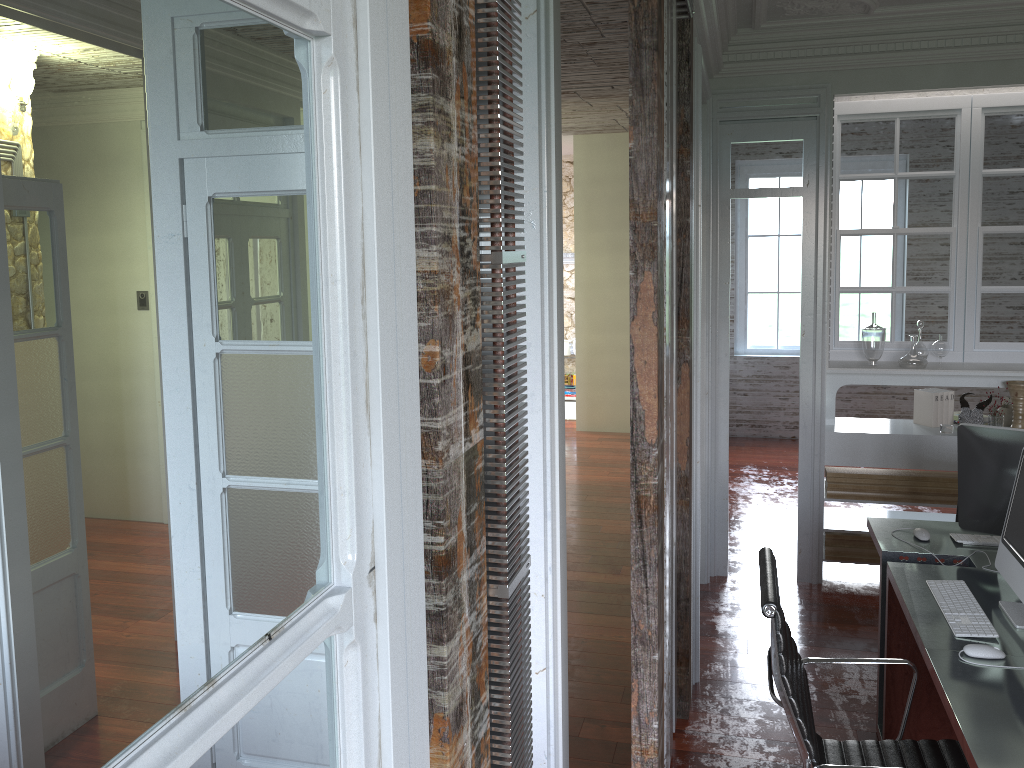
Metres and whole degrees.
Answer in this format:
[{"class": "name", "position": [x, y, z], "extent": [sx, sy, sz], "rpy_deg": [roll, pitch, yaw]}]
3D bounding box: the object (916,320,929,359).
[{"class": "object", "position": [2.245, -0.216, 4.871], "extent": [0.088, 0.270, 0.088], "rpy_deg": [0, 6, 10]}]

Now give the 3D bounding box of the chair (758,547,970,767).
[{"class": "chair", "position": [0.954, 1.013, 2.307], "extent": [0.699, 1.017, 0.669], "rpy_deg": [0, 7, 9]}]

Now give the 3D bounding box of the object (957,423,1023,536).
[{"class": "object", "position": [1.839, 0.402, 3.139], "extent": [0.485, 0.482, 0.190], "rpy_deg": [5, 9, 40]}]

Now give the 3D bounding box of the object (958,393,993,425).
[{"class": "object", "position": [2.523, 0.156, 4.839], "extent": [0.158, 0.178, 0.385], "rpy_deg": [5, 10, 40]}]

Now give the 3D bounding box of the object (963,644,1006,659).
[{"class": "object", "position": [1.319, 0.745, 2.472], "extent": [0.106, 0.028, 0.059], "rpy_deg": [1, 9, 14]}]

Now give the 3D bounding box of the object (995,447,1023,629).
[{"class": "object", "position": [1.613, 0.477, 2.682], "extent": [0.189, 0.482, 0.487], "rpy_deg": [1, 7, 15]}]

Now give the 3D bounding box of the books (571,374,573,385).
[{"class": "books", "position": [0.762, -0.008, 10.968], "extent": [0.034, 0.233, 0.184], "rpy_deg": [1, 7, 15]}]

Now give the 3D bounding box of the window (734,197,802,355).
[{"class": "window", "position": [2.917, -1.169, 8.437], "extent": [1.539, 1.928, 0.128], "rpy_deg": [1, 6, 15]}]

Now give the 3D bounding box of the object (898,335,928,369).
[{"class": "object", "position": [2.162, -0.164, 4.774], "extent": [0.148, 0.199, 0.149], "rpy_deg": [-1, 7, -3]}]

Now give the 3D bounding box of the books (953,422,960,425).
[{"class": "books", "position": [2.580, 0.214, 5.005], "extent": [0.181, 0.011, 0.247], "rpy_deg": [-4, 9, -20]}]

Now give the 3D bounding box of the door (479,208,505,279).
[{"class": "door", "position": [-0.496, 0.390, 2.719], "extent": [1.057, 2.167, 0.041], "rpy_deg": [1, 6, 15]}]

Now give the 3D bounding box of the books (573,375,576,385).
[{"class": "books", "position": [0.793, -0.006, 10.956], "extent": [0.034, 0.233, 0.184], "rpy_deg": [1, 7, 15]}]

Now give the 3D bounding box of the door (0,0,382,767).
[{"class": "door", "position": [-0.262, 0.758, 0.341], "extent": [0.041, 2.169, 1.167], "rpy_deg": [1, 7, 15]}]

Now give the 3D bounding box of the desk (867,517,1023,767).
[{"class": "desk", "position": [1.813, 1.128, 2.396], "extent": [1.300, 0.723, 2.524], "rpy_deg": [1, 9, 15]}]

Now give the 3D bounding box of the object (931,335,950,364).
[{"class": "object", "position": [2.367, -0.179, 4.890], "extent": [0.094, 0.187, 0.095], "rpy_deg": [-2, 6, -11]}]

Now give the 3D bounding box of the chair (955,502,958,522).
[{"class": "chair", "position": [2.061, 0.814, 3.804], "extent": [0.476, 0.914, 0.604], "rpy_deg": [5, 9, 44]}]

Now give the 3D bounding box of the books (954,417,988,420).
[{"class": "books", "position": [2.577, 0.183, 5.013], "extent": [0.169, 0.007, 0.191], "rpy_deg": [-4, 9, -20]}]

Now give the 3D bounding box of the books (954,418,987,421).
[{"class": "books", "position": [2.577, 0.190, 5.013], "extent": [0.169, 0.007, 0.191], "rpy_deg": [-4, 9, -20]}]

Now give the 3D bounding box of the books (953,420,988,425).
[{"class": "books", "position": [2.580, 0.205, 5.004], "extent": [0.181, 0.007, 0.247], "rpy_deg": [-4, 9, -20]}]

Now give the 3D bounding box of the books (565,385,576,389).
[{"class": "books", "position": [0.685, 0.038, 10.764], "extent": [0.204, 0.023, 0.145], "rpy_deg": [1, 9, 15]}]

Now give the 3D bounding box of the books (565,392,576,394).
[{"class": "books", "position": [0.686, 0.094, 10.768], "extent": [0.284, 0.031, 0.199], "rpy_deg": [-1, 9, 0]}]

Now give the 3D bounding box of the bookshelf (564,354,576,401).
[{"class": "bookshelf", "position": [0.380, -0.091, 11.015], "extent": [1.400, 0.547, 0.402], "rpy_deg": [1, 7, 15]}]

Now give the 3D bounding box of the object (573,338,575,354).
[{"class": "object", "position": [0.804, -0.453, 10.830], "extent": [0.113, 0.208, 0.115], "rpy_deg": [-5, 8, -35]}]

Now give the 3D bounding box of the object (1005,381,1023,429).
[{"class": "object", "position": [2.679, 0.130, 4.670], "extent": [0.143, 0.277, 0.144], "rpy_deg": [2, 7, 29]}]

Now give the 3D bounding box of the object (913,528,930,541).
[{"class": "object", "position": [1.602, 0.584, 3.458], "extent": [0.059, 0.028, 0.107], "rpy_deg": [1, 9, 13]}]

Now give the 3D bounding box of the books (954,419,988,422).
[{"class": "books", "position": [2.577, 0.197, 5.014], "extent": [0.169, 0.007, 0.191], "rpy_deg": [-4, 9, -20]}]

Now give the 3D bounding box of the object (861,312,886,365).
[{"class": "object", "position": [1.998, -0.239, 4.894], "extent": [0.129, 0.313, 0.129], "rpy_deg": [4, 8, 39]}]

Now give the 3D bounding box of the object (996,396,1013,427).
[{"class": "object", "position": [2.776, 0.155, 4.907], "extent": [0.159, 0.152, 0.217], "rpy_deg": [-1, 8, 0]}]

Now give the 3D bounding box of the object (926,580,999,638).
[{"class": "object", "position": [1.409, 0.701, 2.786], "extent": [0.118, 0.017, 0.442], "rpy_deg": [1, 9, 15]}]

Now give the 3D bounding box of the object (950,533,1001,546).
[{"class": "object", "position": [1.917, 0.599, 3.369], "extent": [0.439, 0.017, 0.119], "rpy_deg": [1, 9, 15]}]

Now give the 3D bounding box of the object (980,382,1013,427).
[{"class": "object", "position": [2.558, 0.131, 4.650], "extent": [0.128, 0.286, 0.129], "rpy_deg": [-3, 7, -18]}]

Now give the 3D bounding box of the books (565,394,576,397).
[{"class": "books", "position": [0.687, 0.126, 10.771], "extent": [0.284, 0.032, 0.199], "rpy_deg": [1, 9, 15]}]

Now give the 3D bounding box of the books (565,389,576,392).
[{"class": "books", "position": [0.682, 0.064, 10.769], "extent": [0.254, 0.030, 0.176], "rpy_deg": [2, 9, 20]}]

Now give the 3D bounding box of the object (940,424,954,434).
[{"class": "object", "position": [2.322, 0.242, 4.728], "extent": [0.066, 0.040, 0.066], "rpy_deg": [-5, 9, -27]}]

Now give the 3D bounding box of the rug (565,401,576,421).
[{"class": "rug", "position": [0.484, 0.299, 10.215], "extent": [1.068, 0.016, 1.075], "rpy_deg": [1, 9, 15]}]

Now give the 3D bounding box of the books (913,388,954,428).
[{"class": "books", "position": [2.370, 0.131, 4.973], "extent": [0.150, 0.192, 0.144], "rpy_deg": [-3, 7, -20]}]

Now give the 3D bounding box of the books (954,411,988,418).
[{"class": "books", "position": [2.576, 0.177, 5.013], "extent": [0.168, 0.007, 0.191], "rpy_deg": [-3, 9, -13]}]

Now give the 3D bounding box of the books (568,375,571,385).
[{"class": "books", "position": [0.729, 0.001, 10.981], "extent": [0.037, 0.213, 0.169], "rpy_deg": [1, 7, 15]}]

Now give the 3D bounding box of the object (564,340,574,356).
[{"class": "object", "position": [0.673, -0.450, 10.874], "extent": [0.116, 0.193, 0.136], "rpy_deg": [5, 9, 45]}]

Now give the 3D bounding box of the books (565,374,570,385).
[{"class": "books", "position": [0.682, -0.006, 10.987], "extent": [0.057, 0.226, 0.172], "rpy_deg": [1, 7, 15]}]
